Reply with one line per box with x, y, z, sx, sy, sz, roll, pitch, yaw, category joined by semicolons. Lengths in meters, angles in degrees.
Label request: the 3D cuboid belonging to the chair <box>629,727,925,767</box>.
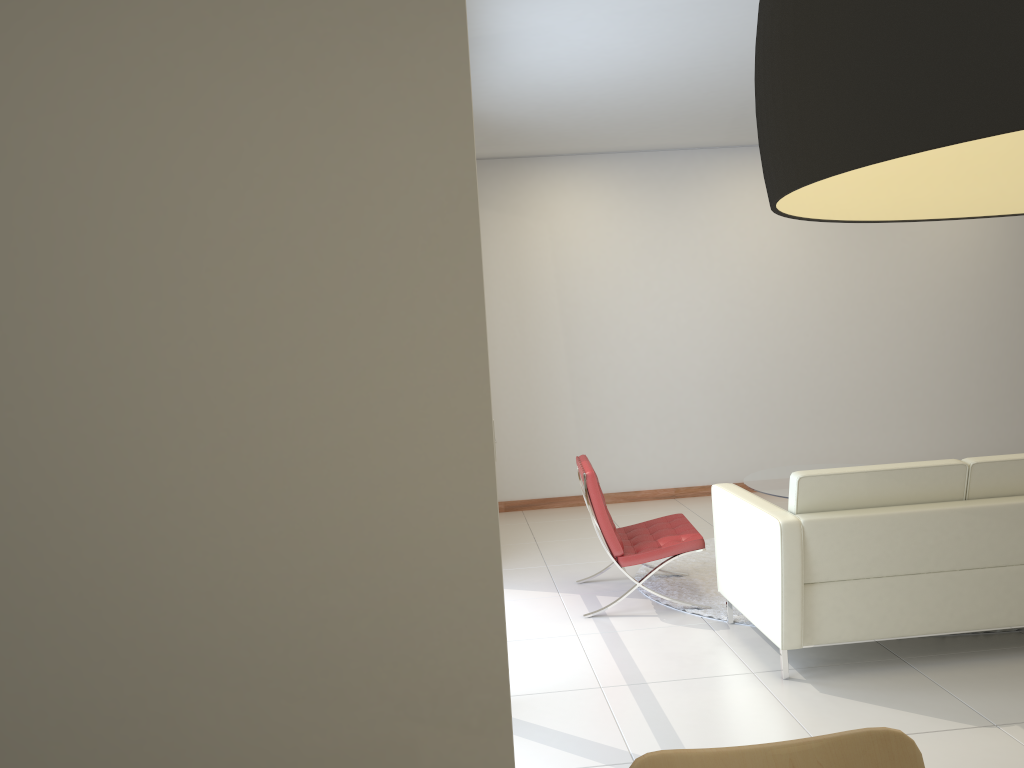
0.473;1.067;1.297;0.521;0.907;0.516;-4;1;-4;chair

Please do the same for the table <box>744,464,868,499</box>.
2.363;0.892;6.333;1.321;0.404;1.539;-4;3;-5;table

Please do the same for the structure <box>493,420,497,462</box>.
-0.048;0.141;2.291;0.013;0.104;0.114;-4;2;-4;structure

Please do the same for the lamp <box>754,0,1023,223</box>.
0.441;-0.902;0.642;0.594;1.493;0.594;-4;0;-2;lamp

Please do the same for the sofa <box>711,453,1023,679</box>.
2.393;0.744;4.354;2.565;0.922;1.001;-4;2;-4;sofa

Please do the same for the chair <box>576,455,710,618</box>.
0.731;0.856;5.274;0.706;0.817;0.701;-4;1;1;chair

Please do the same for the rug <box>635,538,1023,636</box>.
2.427;1.136;5.534;3.328;0.004;2.446;-4;3;-3;rug
